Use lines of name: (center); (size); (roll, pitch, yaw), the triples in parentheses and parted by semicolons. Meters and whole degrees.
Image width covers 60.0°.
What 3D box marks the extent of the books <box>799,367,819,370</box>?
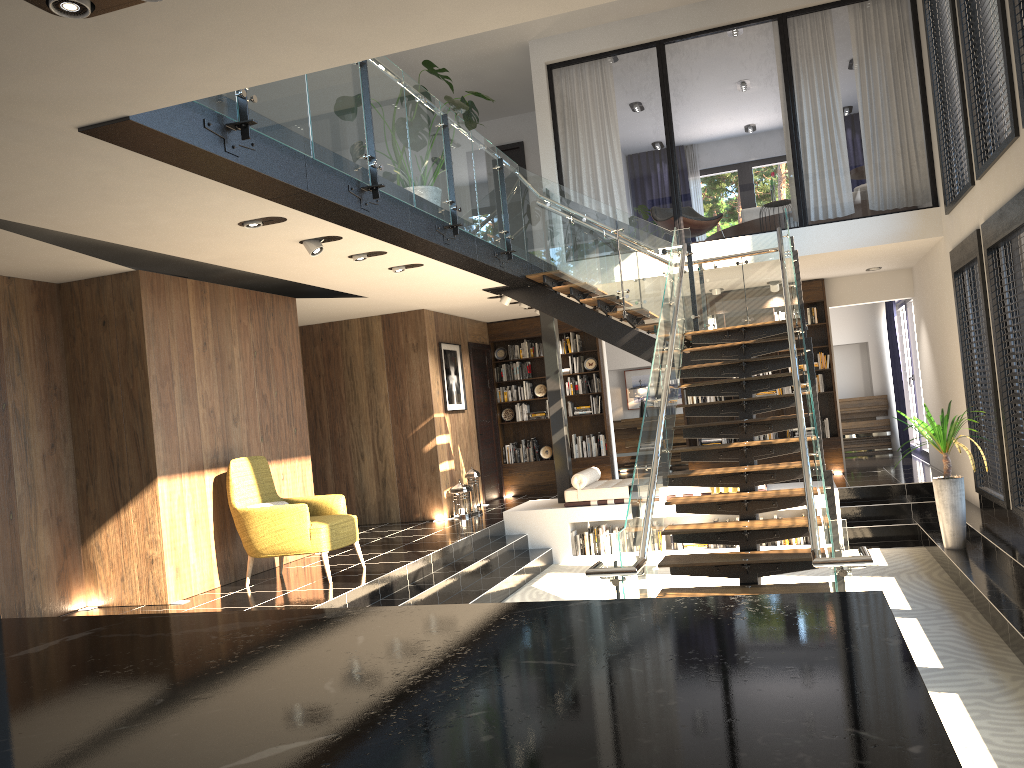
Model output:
books: (4.140, -0.217, 12.382); (0.272, 0.021, 0.156); (-6, -2, 16)

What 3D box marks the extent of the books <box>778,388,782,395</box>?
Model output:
books: (3.764, 0.056, 12.469); (0.037, 0.232, 0.231); (-6, -2, 17)

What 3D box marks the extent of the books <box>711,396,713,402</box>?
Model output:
books: (2.873, 0.142, 12.744); (0.029, 0.256, 0.167); (-6, -1, 17)

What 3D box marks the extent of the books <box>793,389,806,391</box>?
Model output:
books: (4.054, 0.081, 12.375); (0.247, 0.022, 0.148); (-6, -2, 18)

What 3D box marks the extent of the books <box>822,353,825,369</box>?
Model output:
books: (4.323, -0.318, 12.320); (0.023, 0.225, 0.146); (-6, -1, 17)

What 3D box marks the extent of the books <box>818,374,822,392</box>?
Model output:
books: (4.268, -0.011, 12.277); (0.026, 0.251, 0.178); (-6, -2, 17)

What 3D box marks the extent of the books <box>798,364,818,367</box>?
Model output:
books: (4.134, -0.257, 12.376); (0.260, 0.020, 0.167); (-6, -2, 15)

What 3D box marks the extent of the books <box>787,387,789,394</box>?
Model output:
books: (3.856, 0.055, 12.403); (0.026, 0.209, 0.184); (-6, -2, 17)

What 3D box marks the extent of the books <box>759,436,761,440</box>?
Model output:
books: (3.495, 0.713, 12.525); (0.023, 0.246, 0.149); (-6, -1, 17)

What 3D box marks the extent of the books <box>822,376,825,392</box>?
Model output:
books: (4.320, -0.002, 12.302); (0.012, 0.224, 0.097); (-6, -1, 17)

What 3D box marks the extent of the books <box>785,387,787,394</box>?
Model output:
books: (3.835, 0.056, 12.429); (0.029, 0.214, 0.149); (-6, -2, 17)

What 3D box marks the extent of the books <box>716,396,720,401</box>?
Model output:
books: (2.946, 0.145, 12.727); (0.070, 0.236, 0.206); (-6, -2, 17)

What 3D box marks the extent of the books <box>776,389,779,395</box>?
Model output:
books: (3.730, 0.044, 12.469); (0.026, 0.263, 0.156); (-6, -1, 17)

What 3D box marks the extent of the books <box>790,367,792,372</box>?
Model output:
books: (3.914, -0.291, 12.444); (0.023, 0.261, 0.146); (-6, -1, 17)

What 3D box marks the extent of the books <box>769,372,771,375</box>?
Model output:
books: (3.628, -0.241, 12.513); (0.046, 0.219, 0.145); (-6, -2, 17)

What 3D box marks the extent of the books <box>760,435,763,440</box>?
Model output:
books: (3.524, 0.706, 12.524); (0.034, 0.255, 0.194); (-6, -2, 17)

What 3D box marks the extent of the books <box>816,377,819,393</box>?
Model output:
books: (4.228, 0.014, 12.303); (0.025, 0.212, 0.168); (-6, -2, 17)

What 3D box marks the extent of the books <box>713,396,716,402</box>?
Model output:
books: (2.910, 0.165, 12.758); (0.030, 0.205, 0.170); (-6, -2, 17)

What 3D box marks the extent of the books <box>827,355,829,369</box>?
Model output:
books: (4.374, -0.309, 12.275); (0.051, 0.194, 0.192); (-6, -2, 18)

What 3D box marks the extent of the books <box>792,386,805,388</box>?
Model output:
books: (4.046, 0.037, 12.364); (0.260, 0.021, 0.167); (-6, -2, 15)

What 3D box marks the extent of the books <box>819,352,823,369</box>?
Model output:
books: (4.293, -0.322, 12.311); (0.028, 0.240, 0.187); (-6, -2, 17)

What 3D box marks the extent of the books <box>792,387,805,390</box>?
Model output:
books: (4.049, 0.059, 12.365); (0.268, 0.022, 0.156); (-6, -2, 13)

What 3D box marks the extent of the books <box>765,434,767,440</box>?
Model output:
books: (3.578, 0.687, 12.502); (0.028, 0.280, 0.154); (-6, -1, 17)

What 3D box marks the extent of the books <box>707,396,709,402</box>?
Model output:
books: (2.824, 0.166, 12.770); (0.030, 0.221, 0.190); (-6, -2, 17)

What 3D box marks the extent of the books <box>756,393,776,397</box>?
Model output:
books: (3.583, 0.154, 12.512); (0.275, 0.025, 0.156); (-6, -2, 13)

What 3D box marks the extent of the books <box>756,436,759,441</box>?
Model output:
books: (3.470, 0.686, 12.546); (0.032, 0.305, 0.155); (-6, -1, 17)

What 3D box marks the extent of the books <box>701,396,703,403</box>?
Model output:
books: (2.743, 0.149, 12.801); (0.029, 0.272, 0.152); (-6, -1, 17)

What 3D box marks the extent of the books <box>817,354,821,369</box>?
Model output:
books: (4.271, -0.309, 12.328); (0.026, 0.219, 0.156); (-6, -2, 17)

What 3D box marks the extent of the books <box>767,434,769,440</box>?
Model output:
books: (3.604, 0.677, 12.500); (0.025, 0.294, 0.177); (-6, -1, 17)

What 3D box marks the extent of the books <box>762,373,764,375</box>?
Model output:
books: (3.542, -0.216, 12.531); (0.024, 0.187, 0.148); (-6, -2, 17)

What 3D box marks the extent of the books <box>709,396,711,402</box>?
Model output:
books: (2.857, 0.188, 12.772); (0.027, 0.171, 0.146); (-6, -2, 17)

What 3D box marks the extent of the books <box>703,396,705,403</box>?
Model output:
books: (2.774, 0.174, 12.805); (0.021, 0.216, 0.170); (-6, -2, 17)

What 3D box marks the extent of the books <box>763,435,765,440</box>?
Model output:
books: (3.554, 0.705, 12.516); (0.029, 0.250, 0.142); (-6, -1, 17)

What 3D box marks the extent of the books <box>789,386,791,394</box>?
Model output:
books: (3.883, 0.018, 12.405); (0.031, 0.277, 0.168); (-6, -1, 17)

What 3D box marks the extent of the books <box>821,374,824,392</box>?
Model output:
books: (4.298, -0.011, 12.291); (0.022, 0.247, 0.132); (-6, -1, 17)

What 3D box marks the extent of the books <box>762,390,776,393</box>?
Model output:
books: (3.579, 0.105, 12.515); (0.274, 0.025, 0.156); (-6, -2, 21)

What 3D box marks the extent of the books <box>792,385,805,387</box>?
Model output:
books: (4.046, 0.016, 12.371); (0.272, 0.022, 0.156); (-6, -2, 16)

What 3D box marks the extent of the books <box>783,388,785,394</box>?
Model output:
books: (3.812, 0.049, 12.449); (0.025, 0.232, 0.156); (-6, -2, 17)

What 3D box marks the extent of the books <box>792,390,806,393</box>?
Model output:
books: (4.054, 0.102, 12.366); (0.274, 0.022, 0.156); (-6, -2, 14)

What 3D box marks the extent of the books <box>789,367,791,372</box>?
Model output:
books: (3.894, -0.268, 12.453); (0.024, 0.219, 0.174); (-6, -2, 17)

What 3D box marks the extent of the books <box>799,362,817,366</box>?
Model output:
books: (4.136, -0.278, 12.390); (0.246, 0.021, 0.148); (-6, -2, 17)

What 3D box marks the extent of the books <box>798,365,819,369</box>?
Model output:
books: (4.136, -0.237, 12.377); (0.259, 0.020, 0.167); (-6, -2, 16)

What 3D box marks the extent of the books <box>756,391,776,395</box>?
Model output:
books: (3.580, 0.129, 12.510); (0.261, 0.024, 0.167); (-6, -2, 14)

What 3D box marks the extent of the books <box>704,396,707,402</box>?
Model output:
books: (2.799, 0.183, 12.791); (0.033, 0.193, 0.172); (-6, -2, 17)

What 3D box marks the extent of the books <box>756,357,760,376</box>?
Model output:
books: (3.485, -0.249, 12.544); (0.032, 0.265, 0.149); (-6, -1, 17)

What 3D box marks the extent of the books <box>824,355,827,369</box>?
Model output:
books: (4.338, -0.302, 12.285); (0.023, 0.189, 0.197); (-6, -2, 17)

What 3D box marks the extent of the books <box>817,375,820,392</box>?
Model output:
books: (4.251, -0.006, 12.305); (0.023, 0.246, 0.147); (-6, -1, 17)

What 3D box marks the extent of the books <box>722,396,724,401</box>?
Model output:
books: (3.032, 0.163, 12.747); (0.022, 0.185, 0.127); (-6, -2, 17)

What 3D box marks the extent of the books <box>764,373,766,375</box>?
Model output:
books: (3.574, -0.229, 12.549); (0.030, 0.208, 0.119); (-6, -1, 17)

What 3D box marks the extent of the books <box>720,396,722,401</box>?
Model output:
books: (2.995, 0.153, 12.714); (0.028, 0.210, 0.169); (-6, -2, 17)

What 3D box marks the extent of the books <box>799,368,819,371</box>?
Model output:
books: (4.141, -0.196, 12.380); (0.266, 0.021, 0.156); (-6, -2, 15)

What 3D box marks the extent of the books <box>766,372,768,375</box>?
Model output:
books: (3.593, -0.238, 12.522); (0.024, 0.220, 0.148); (-6, -2, 17)

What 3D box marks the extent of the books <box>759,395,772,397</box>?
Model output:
books: (3.586, 0.179, 12.514); (0.274, 0.025, 0.156); (-6, -2, 14)
